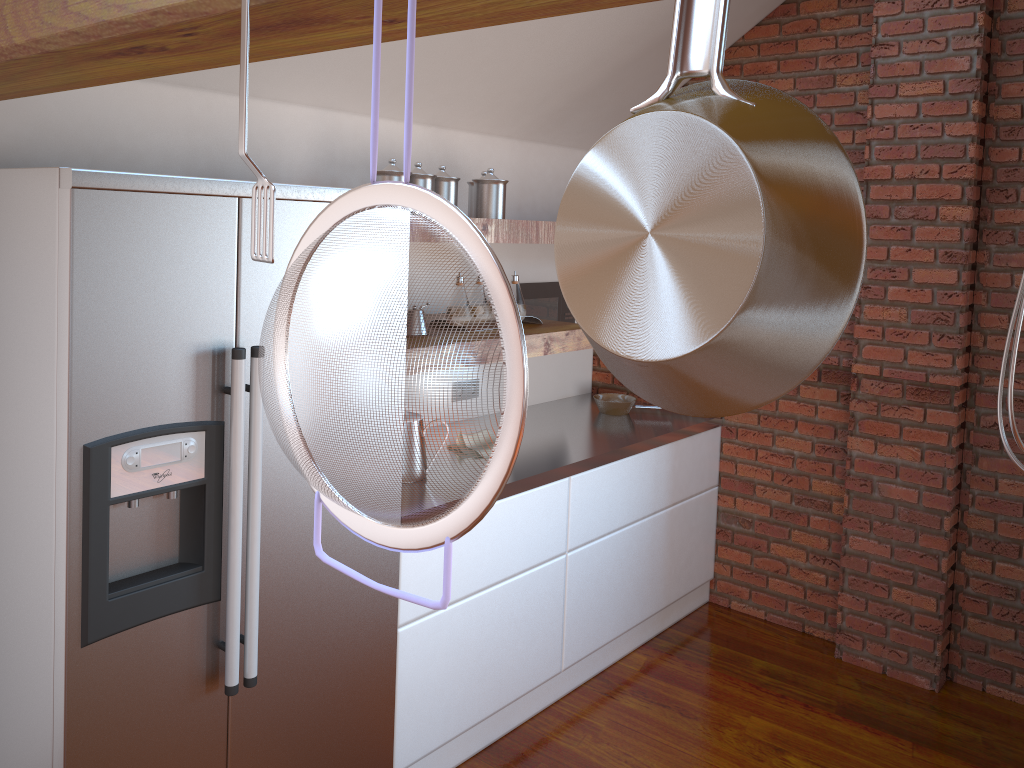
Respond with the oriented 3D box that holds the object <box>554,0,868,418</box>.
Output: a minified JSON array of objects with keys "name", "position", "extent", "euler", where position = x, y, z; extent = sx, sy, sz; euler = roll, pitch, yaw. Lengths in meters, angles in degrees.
[{"name":"object","position":[0.089,-0.157,0.482],"extent":[0.195,0.356,0.085],"euler":[7,6,44]}]

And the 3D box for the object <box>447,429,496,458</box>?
[{"name":"object","position":[-0.117,0.213,3.208],"extent":[0.204,0.061,0.198],"euler":[-3,11,-28]}]

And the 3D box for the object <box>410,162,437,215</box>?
[{"name":"object","position":[-0.310,-0.638,2.878],"extent":[0.129,0.176,0.128],"euler":[6,7,34]}]

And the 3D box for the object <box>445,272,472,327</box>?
[{"name":"object","position":[-0.184,-0.295,3.064],"extent":[0.093,0.190,0.094],"euler":[-1,6,-38]}]

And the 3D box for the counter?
[{"name":"counter","position":[0.048,0.229,3.452],"extent":[0.720,0.044,1.995],"euler":[10,13,38]}]

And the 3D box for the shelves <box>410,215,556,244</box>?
[{"name":"shelves","position":[0.054,-0.595,3.423],"extent":[0.659,0.075,1.988],"euler":[10,13,38]}]

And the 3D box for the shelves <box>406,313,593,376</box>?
[{"name":"shelves","position":[-0.250,-0.163,3.092],"extent":[0.659,0.075,1.072],"euler":[10,13,38]}]

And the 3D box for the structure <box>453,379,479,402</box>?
[{"name":"structure","position":[-0.202,0.024,3.708],"extent":[0.033,0.079,0.161],"euler":[6,9,39]}]

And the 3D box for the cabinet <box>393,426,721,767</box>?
[{"name":"cabinet","position":[0.030,0.658,3.476],"extent":[0.716,0.810,1.995],"euler":[7,10,39]}]

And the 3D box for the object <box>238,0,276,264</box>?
[{"name":"object","position":[-0.231,-0.253,0.789],"extent":[0.023,0.286,0.059],"euler":[0,4,-36]}]

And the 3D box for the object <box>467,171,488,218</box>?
[{"name":"object","position":[-0.104,-0.695,3.240],"extent":[0.129,0.176,0.128],"euler":[6,7,34]}]

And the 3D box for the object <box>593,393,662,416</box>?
[{"name":"object","position":[0.534,0.104,3.935],"extent":[0.349,0.073,0.196],"euler":[6,10,20]}]

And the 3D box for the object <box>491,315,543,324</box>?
[{"name":"object","position":[-0.030,-0.250,3.311],"extent":[0.195,0.032,0.226],"euler":[-6,13,-40]}]

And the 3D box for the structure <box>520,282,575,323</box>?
[{"name":"structure","position":[0.165,-0.312,4.120],"extent":[0.013,0.332,0.459],"euler":[5,8,39]}]

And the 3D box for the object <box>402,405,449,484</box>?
[{"name":"object","position":[-0.370,0.184,2.848],"extent":[0.302,0.236,0.183],"euler":[-1,6,-20]}]

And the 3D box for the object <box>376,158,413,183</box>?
[{"name":"object","position":[-0.378,-0.619,2.760],"extent":[0.129,0.176,0.128],"euler":[6,7,34]}]

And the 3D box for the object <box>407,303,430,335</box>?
[{"name":"object","position":[-0.321,-0.215,2.880],"extent":[0.106,0.099,0.107],"euler":[1,7,-9]}]

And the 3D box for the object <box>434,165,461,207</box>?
[{"name":"object","position":[-0.241,-0.657,3.000],"extent":[0.129,0.176,0.128],"euler":[6,7,34]}]

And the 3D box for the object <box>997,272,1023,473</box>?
[{"name":"object","position":[0.248,-0.119,0.383],"extent":[0.046,0.329,0.045],"euler":[1,4,-26]}]

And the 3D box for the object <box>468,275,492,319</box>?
[{"name":"object","position":[-0.118,-0.307,3.150],"extent":[0.093,0.191,0.094],"euler":[2,5,-7]}]

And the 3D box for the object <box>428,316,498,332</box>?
[{"name":"object","position":[-0.155,-0.218,3.111],"extent":[0.196,0.032,0.225],"euler":[10,13,37]}]

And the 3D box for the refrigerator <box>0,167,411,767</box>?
[{"name":"refrigerator","position":[-0.851,0.358,2.309],"extent":[0.786,1.759,0.915],"euler":[6,6,39]}]

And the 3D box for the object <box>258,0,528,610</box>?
[{"name":"object","position":[-0.116,-0.103,0.615],"extent":[0.274,0.525,0.085],"euler":[6,5,39]}]

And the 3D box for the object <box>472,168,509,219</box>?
[{"name":"object","position":[-0.077,-0.660,3.047],"extent":[0.129,0.176,0.128],"euler":[6,7,34]}]

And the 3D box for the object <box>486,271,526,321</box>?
[{"name":"object","position":[-0.027,-0.332,3.307],"extent":[0.093,0.191,0.204],"euler":[-2,8,-41]}]
